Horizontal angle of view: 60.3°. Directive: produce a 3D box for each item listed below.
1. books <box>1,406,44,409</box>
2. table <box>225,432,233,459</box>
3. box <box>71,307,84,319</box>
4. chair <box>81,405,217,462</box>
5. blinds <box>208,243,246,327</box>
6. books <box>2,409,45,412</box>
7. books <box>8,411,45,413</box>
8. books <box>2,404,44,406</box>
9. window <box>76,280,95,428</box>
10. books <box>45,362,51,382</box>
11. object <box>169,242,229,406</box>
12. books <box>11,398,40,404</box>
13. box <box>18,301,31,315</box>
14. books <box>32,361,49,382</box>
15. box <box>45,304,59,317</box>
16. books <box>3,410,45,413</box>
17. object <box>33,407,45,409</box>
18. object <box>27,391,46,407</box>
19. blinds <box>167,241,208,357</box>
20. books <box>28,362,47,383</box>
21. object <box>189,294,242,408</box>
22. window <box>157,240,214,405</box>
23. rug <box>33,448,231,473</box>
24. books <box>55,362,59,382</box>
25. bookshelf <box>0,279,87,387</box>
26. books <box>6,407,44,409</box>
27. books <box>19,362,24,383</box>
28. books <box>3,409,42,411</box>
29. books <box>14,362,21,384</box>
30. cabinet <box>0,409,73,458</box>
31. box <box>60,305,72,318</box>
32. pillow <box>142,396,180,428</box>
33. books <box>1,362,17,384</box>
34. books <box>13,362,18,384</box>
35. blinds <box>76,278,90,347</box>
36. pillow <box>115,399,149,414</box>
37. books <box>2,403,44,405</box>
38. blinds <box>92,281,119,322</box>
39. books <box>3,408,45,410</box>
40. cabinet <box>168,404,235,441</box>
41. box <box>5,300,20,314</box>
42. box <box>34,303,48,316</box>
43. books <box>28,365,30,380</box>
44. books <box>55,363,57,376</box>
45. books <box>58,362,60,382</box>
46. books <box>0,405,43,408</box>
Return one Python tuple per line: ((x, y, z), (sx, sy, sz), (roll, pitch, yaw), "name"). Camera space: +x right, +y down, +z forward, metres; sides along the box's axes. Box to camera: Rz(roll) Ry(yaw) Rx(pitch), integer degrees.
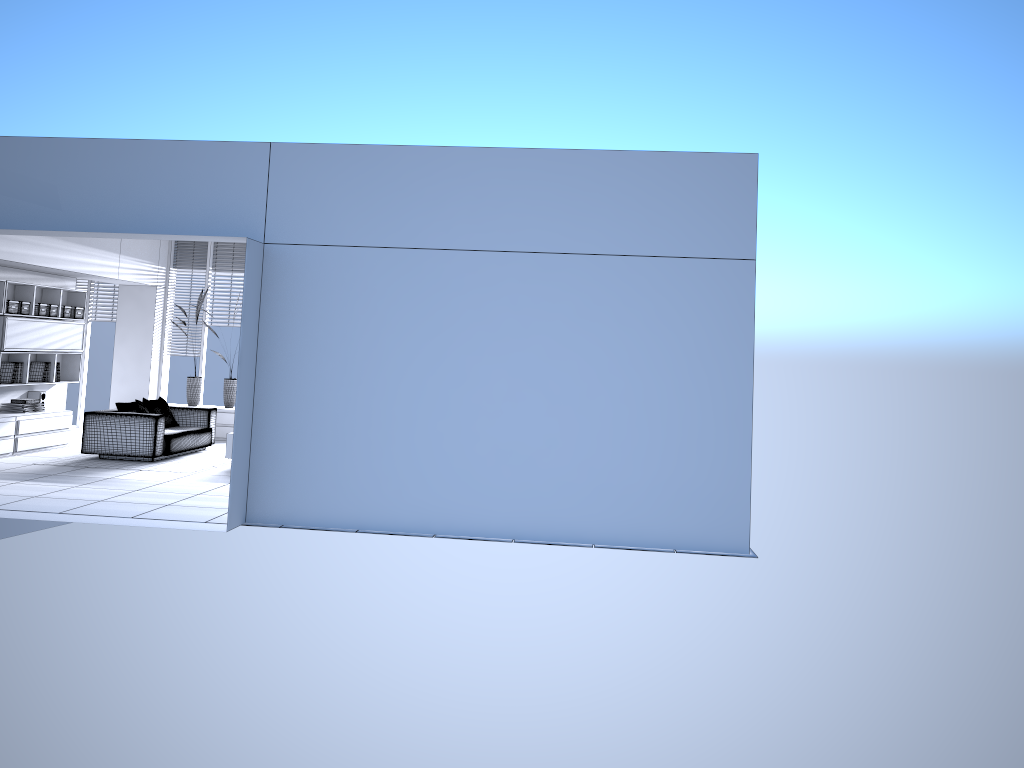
((-6.029, 0.282, 10.873), (0.285, 0.008, 0.414), (3, 2, 6), "books")
((-2.861, 0.753, 10.522), (0.650, 0.390, 1.196), (3, 1, 5), "table")
((-5.978, -0.965, 11.918), (0.281, 0.163, 0.216), (3, 0, 5), "box")
((-4.390, 0.586, 10.884), (0.960, 0.555, 1.643), (3, 1, 5), "chair")
((-4.369, -1.571, 13.677), (0.637, 1.375, 0.050), (2, -5, 5), "blinds")
((-6.037, 0.321, 10.886), (0.285, 0.008, 0.414), (3, 2, 6), "books")
((-6.029, 0.340, 10.895), (0.285, 0.008, 0.414), (3, 2, 6), "books")
((-6.025, 0.253, 10.875), (0.285, 0.008, 0.414), (3, 2, 6), "books")
((-6.945, -0.867, 13.787), (0.689, 3.149, 0.099), (2, -5, 5), "window")
((-6.075, -0.156, 11.390), (0.207, 0.260, 0.050), (2, -4, 6), "books")
((-4.681, -1.173, 13.400), (1.428, 3.007, 0.491), (0, -5, 33), "object")
((-5.998, 0.214, 10.867), (0.207, 0.050, 0.257), (3, 2, 10), "books")
((-6.077, -0.933, 10.782), (0.281, 0.163, 0.174), (3, -1, 5), "box")
((-6.078, -0.154, 11.323), (0.207, 0.262, 0.074), (2, -4, 5), "books")
((-6.027, -0.949, 11.351), (0.281, 0.163, 0.178), (3, -1, 5), "box")
((-6.028, 0.331, 10.903), (0.285, 0.008, 0.414), (3, 2, 6), "books")
((-6.033, 0.292, 10.888), (0.285, 0.008, 0.414), (3, 2, 6), "object")
((-6.128, 0.209, 11.363), (0.177, 0.233, 0.118), (2, -3, 5), "object")
((-5.018, -1.372, 13.715), (0.637, 1.895, 0.057), (2, -5, 5), "blinds")
((-6.080, -0.154, 11.292), (0.207, 0.262, 0.074), (2, -4, 5), "books")
((-4.210, -0.576, 12.985), (1.550, 1.877, 0.687), (3, -4, 0), "object")
((-2.646, -0.664, 13.370), (5.504, 3.149, 0.099), (3, -4, 5), "window")
((-4.242, 0.880, 10.641), (1.799, 0.001, 2.224), (3, 2, 5), "rug")
((-6.065, -0.160, 11.590), (0.207, 0.262, 0.074), (2, -4, 6), "books")
((-6.106, -0.611, 10.643), (0.328, 1.257, 2.807), (2, 1, 5), "bookshelf")
((-6.030, 0.290, 10.866), (0.285, 0.008, 0.414), (3, 2, 6), "books")
((-6.123, -0.141, 10.840), (0.207, 0.260, 0.050), (2, -4, 5), "books")
((-6.025, 0.311, 10.897), (0.285, 0.008, 0.414), (3, 2, 6), "books")
((-6.127, -0.140, 10.789), (0.207, 0.260, 0.050), (2, -4, 6), "books")
((-6.039, 0.590, 10.258), (0.574, 0.451, 2.262), (2, 2, 5), "cabinet")
((-6.001, -0.957, 11.651), (0.281, 0.163, 0.178), (3, -1, 5), "box")
((-4.471, 0.362, 11.205), (0.300, 0.400, 0.564), (2, 0, 2), "pillow")
((-6.132, -0.137, 10.690), (0.207, 0.262, 0.074), (2, -4, 5), "books")
((-6.130, -0.138, 10.722), (0.207, 0.262, 0.074), (2, -4, 5), "books")
((-6.910, -1.464, 13.919), (0.637, 1.916, 0.038), (2, -5, 5), "blinds")
((-4.522, 0.400, 10.627), (0.340, 0.391, 0.565), (2, 0, 2), "pillow")
((-6.034, 0.243, 10.859), (0.285, 0.008, 0.414), (3, 2, 6), "books")
((-6.261, -1.662, 13.879), (0.637, 1.386, 0.038), (2, -5, 5), "blinds")
((-6.025, 0.302, 10.905), (0.285, 0.008, 0.414), (3, 2, 6), "books")
((-4.569, 0.566, 13.082), (1.676, 0.453, 0.594), (3, 0, 5), "cabinet")
((-6.096, -0.927, 10.556), (0.281, 0.163, 0.211), (3, -1, 5), "box")
((-6.047, -0.943, 11.129), (0.281, 0.163, 0.178), (3, -1, 5), "box")
((-6.120, -0.143, 10.976), (0.207, 0.260, 0.050), (2, -4, 5), "books")
((-6.072, -0.158, 11.527), (0.207, 0.260, 0.050), (2, -4, 5), "books")
((-6.061, -0.161, 11.622), (0.207, 0.262, 0.074), (2, -4, 5), "books")
((-6.037, 0.272, 10.857), (0.285, 0.008, 0.414), (3, 2, 6), "books")
